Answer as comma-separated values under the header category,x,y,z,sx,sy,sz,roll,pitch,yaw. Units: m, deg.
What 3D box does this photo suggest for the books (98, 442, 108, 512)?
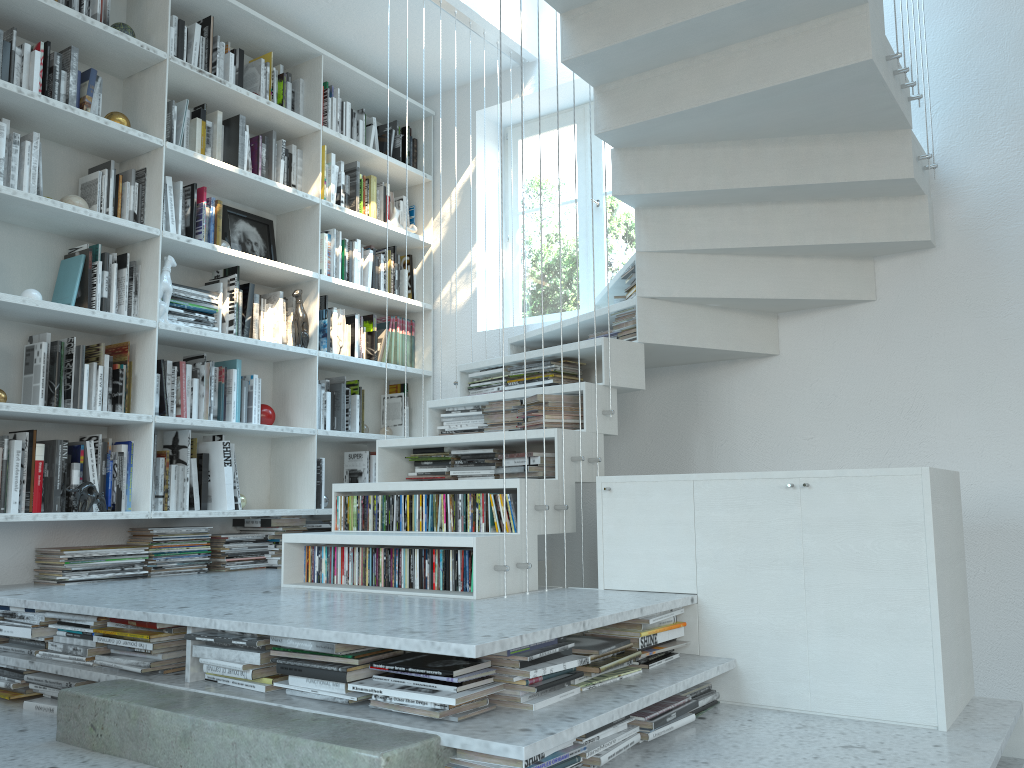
category,x,y,z,sx,sy,sz,roll,pitch,yaw
books,-1.612,0.359,3.411,0.150,0.264,0.021,-5,-8,34

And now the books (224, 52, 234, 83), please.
category,x,y,z,sx,sy,sz,roll,pitch,yaw
books,-1.335,-1.379,4.025,0.190,0.201,0.024,-6,-9,34

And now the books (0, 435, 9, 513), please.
category,x,y,z,sx,sy,sz,roll,pitch,yaw
books,-1.820,0.318,3.106,0.171,0.267,0.014,-5,-8,34

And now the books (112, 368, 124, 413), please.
category,x,y,z,sx,sy,sz,roll,pitch,yaw
books,-1.578,0.038,3.458,0.189,0.180,0.016,-6,-9,34

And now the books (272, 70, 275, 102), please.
category,x,y,z,sx,sy,sz,roll,pitch,yaw
books,-1.193,-1.365,4.231,0.170,0.225,0.007,-5,-9,34

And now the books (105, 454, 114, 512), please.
category,x,y,z,sx,sy,sz,roll,pitch,yaw
books,-1.592,0.382,3.415,0.168,0.219,0.013,-5,-9,34

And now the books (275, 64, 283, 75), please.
category,x,y,z,sx,sy,sz,roll,pitch,yaw
books,-1.166,-1.391,4.311,0.131,0.298,0.020,-5,-8,34

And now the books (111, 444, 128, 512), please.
category,x,y,z,sx,sy,sz,roll,pitch,yaw
books,-1.561,0.369,3.465,0.157,0.257,0.026,-5,-8,34

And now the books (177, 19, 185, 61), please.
category,x,y,z,sx,sy,sz,roll,pitch,yaw
books,-1.480,-1.426,3.819,0.184,0.241,0.026,-5,-9,34

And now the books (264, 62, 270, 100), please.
category,x,y,z,sx,sy,sz,roll,pitch,yaw
books,-1.220,-1.381,4.209,0.189,0.251,0.016,-5,-9,34

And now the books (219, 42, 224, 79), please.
category,x,y,z,sx,sy,sz,roll,pitch,yaw
books,-1.364,-1.400,3.994,0.172,0.236,0.022,-5,-9,34

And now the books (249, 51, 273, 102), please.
category,x,y,z,sx,sy,sz,roll,pitch,yaw
books,-1.204,-1.412,4.236,0.165,0.320,0.007,-5,-8,34

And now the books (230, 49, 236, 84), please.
category,x,y,z,sx,sy,sz,roll,pitch,yaw
books,-1.327,-1.398,4.081,0.161,0.253,0.012,-5,-8,34

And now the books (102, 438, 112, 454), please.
category,x,y,z,sx,sy,sz,roll,pitch,yaw
books,-1.606,0.354,3.444,0.143,0.282,0.012,-5,-8,34

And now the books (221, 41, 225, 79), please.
category,x,y,z,sx,sy,sz,roll,pitch,yaw
books,-1.359,-1.406,4.018,0.151,0.253,0.021,-5,-8,34

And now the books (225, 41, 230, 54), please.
category,x,y,z,sx,sy,sz,roll,pitch,yaw
books,-1.347,-1.413,4.059,0.153,0.278,0.012,-5,-8,34

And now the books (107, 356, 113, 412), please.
category,x,y,z,sx,sy,sz,roll,pitch,yaw
books,-1.611,0.013,3.461,0.155,0.231,0.021,-5,-8,34

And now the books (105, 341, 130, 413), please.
category,x,y,z,sx,sy,sz,roll,pitch,yaw
books,-1.565,-0.014,3.505,0.162,0.295,0.007,-5,-8,34

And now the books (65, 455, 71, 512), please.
category,x,y,z,sx,sy,sz,roll,pitch,yaw
books,-1.690,0.371,3.294,0.135,0.210,0.022,-5,-8,34

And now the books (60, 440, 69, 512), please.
category,x,y,z,sx,sy,sz,roll,pitch,yaw
books,-1.702,0.343,3.276,0.169,0.262,0.026,-5,-8,34

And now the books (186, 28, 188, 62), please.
category,x,y,z,sx,sy,sz,roll,pitch,yaw
books,-1.473,-1.422,3.875,0.140,0.249,0.027,-5,-8,34

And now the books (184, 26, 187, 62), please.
category,x,y,z,sx,sy,sz,roll,pitch,yaw
books,-1.473,-1.417,3.843,0.168,0.230,0.024,-5,-9,34

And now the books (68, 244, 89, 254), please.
category,x,y,z,sx,sy,sz,roll,pitch,yaw
books,-1.680,-0.390,3.431,0.135,0.290,0.016,-5,-8,34

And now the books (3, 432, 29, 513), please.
category,x,y,z,sx,sy,sz,roll,pitch,yaw
books,-1.784,0.318,3.173,0.159,0.284,0.012,-5,-8,34

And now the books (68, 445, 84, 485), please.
category,x,y,z,sx,sy,sz,roll,pitch,yaw
books,-1.663,0.356,3.328,0.164,0.248,0.012,-5,-8,34

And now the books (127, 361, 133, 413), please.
category,x,y,z,sx,sy,sz,roll,pitch,yaw
books,-1.564,0.027,3.540,0.146,0.223,0.009,-5,-8,34

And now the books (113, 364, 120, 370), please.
category,x,y,z,sx,sy,sz,roll,pitch,yaw
books,-1.592,0.030,3.488,0.141,0.205,0.016,-5,-8,34

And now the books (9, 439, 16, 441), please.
category,x,y,z,sx,sy,sz,roll,pitch,yaw
books,-1.808,0.329,3.161,0.098,0.260,0.016,-5,-8,34

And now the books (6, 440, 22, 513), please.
category,x,y,z,sx,sy,sz,roll,pitch,yaw
books,-1.793,0.328,3.125,0.181,0.252,0.025,-5,-8,34

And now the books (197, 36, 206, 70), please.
category,x,y,z,sx,sy,sz,roll,pitch,yaw
books,-1.417,-1.406,3.928,0.148,0.230,0.031,-5,-8,34

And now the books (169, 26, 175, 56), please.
category,x,y,z,sx,sy,sz,roll,pitch,yaw
books,-1.503,-1.402,3.771,0.190,0.182,0.022,-6,-9,34

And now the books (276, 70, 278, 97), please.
category,x,y,z,sx,sy,sz,roll,pitch,yaw
books,-1.188,-1.374,4.280,0.146,0.256,0.017,-5,-8,34

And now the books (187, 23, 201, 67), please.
category,x,y,z,sx,sy,sz,roll,pitch,yaw
books,-1.437,-1.434,3.898,0.150,0.277,0.048,-5,-8,34

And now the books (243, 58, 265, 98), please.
category,x,y,z,sx,sy,sz,roll,pitch,yaw
books,-1.232,-1.387,4.177,0.169,0.255,0.019,-5,-8,34

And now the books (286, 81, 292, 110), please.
category,x,y,z,sx,sy,sz,roll,pitch,yaw
books,-1.141,-1.346,4.317,0.169,0.209,0.029,-5,-9,34

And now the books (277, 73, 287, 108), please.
category,x,y,z,sx,sy,sz,roll,pitch,yaw
books,-1.160,-1.363,4.281,0.186,0.234,0.018,-5,-9,34

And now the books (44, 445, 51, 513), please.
category,x,y,z,sx,sy,sz,roll,pitch,yaw
books,-1.737,0.348,3.240,0.131,0.242,0.021,-5,-8,34

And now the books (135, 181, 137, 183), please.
category,x,y,z,sx,sy,sz,roll,pitch,yaw
books,-1.579,-0.703,3.607,0.155,0.220,0.013,-5,-8,34

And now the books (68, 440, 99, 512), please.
category,x,y,z,sx,sy,sz,roll,pitch,yaw
books,-1.637,0.351,3.358,0.186,0.266,0.070,-5,-9,34

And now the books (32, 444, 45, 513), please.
category,x,y,z,sx,sy,sz,roll,pitch,yaw
books,-1.749,0.341,3.187,0.184,0.243,0.031,-5,-9,34

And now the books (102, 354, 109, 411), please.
category,x,y,z,sx,sy,sz,roll,pitch,yaw
books,-1.620,0.009,3.425,0.182,0.229,0.018,-5,-9,34

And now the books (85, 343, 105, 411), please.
category,x,y,z,sx,sy,sz,roll,pitch,yaw
books,-1.628,-0.014,3.418,0.173,0.274,0.006,-5,-8,34

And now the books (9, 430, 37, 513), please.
category,x,y,z,sx,sy,sz,roll,pitch,yaw
books,-1.759,0.314,3.171,0.175,0.292,0.012,-5,-8,34

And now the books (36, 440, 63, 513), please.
category,x,y,z,sx,sy,sz,roll,pitch,yaw
books,-1.711,0.340,3.252,0.173,0.262,0.026,-5,-8,34

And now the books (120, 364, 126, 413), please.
category,x,y,z,sx,sy,sz,roll,pitch,yaw
books,-1.576,0.031,3.495,0.158,0.203,0.013,-5,-9,34

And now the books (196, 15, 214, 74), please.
category,x,y,z,sx,sy,sz,roll,pitch,yaw
books,-1.396,-1.455,3.947,0.180,0.331,0.014,-5,-8,34

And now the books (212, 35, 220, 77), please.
category,x,y,z,sx,sy,sz,roll,pitch,yaw
books,-1.373,-1.415,3.980,0.168,0.261,0.014,-5,-8,34

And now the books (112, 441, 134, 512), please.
category,x,y,z,sx,sy,sz,roll,pitch,yaw
books,-1.548,0.364,3.486,0.171,0.272,0.025,-5,-8,34

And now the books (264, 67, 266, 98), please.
category,x,y,z,sx,sy,sz,roll,pitch,yaw
books,-1.227,-1.368,4.187,0.182,0.220,0.008,-6,-9,34

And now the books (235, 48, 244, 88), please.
category,x,y,z,sx,sy,sz,roll,pitch,yaw
books,-1.305,-1.399,4.091,0.165,0.257,0.030,-5,-8,34

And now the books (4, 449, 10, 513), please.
category,x,y,z,sx,sy,sz,roll,pitch,yaw
books,-1.816,0.343,3.117,0.153,0.221,0.012,-5,-8,34

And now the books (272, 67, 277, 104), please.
category,x,y,z,sx,sy,sz,roll,pitch,yaw
books,-1.189,-1.374,4.251,0.164,0.248,0.031,-5,-8,34

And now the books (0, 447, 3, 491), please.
category,x,y,z,sx,sy,sz,roll,pitch,yaw
books,-1.832,0.336,3.090,0.159,0.228,0.024,-5,-8,34

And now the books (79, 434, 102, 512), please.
category,x,y,z,sx,sy,sz,roll,pitch,yaw
books,-1.621,0.343,3.398,0.134,0.293,0.013,-5,-8,34

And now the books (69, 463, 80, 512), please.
category,x,y,z,sx,sy,sz,roll,pitch,yaw
books,-1.671,0.388,3.308,0.169,0.181,0.025,-6,-9,34

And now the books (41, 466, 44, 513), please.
category,x,y,z,sx,sy,sz,roll,pitch,yaw
books,-1.745,0.348,3.218,0.156,0.237,0.025,-5,-8,34

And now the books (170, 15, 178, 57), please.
category,x,y,z,sx,sy,sz,roll,pitch,yaw
books,-1.499,-1.432,3.801,0.178,0.250,0.025,-5,-8,34

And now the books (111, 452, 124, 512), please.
category,x,y,z,sx,sy,sz,roll,pitch,yaw
books,-1.570,0.381,3.438,0.176,0.227,0.025,-5,-9,34
